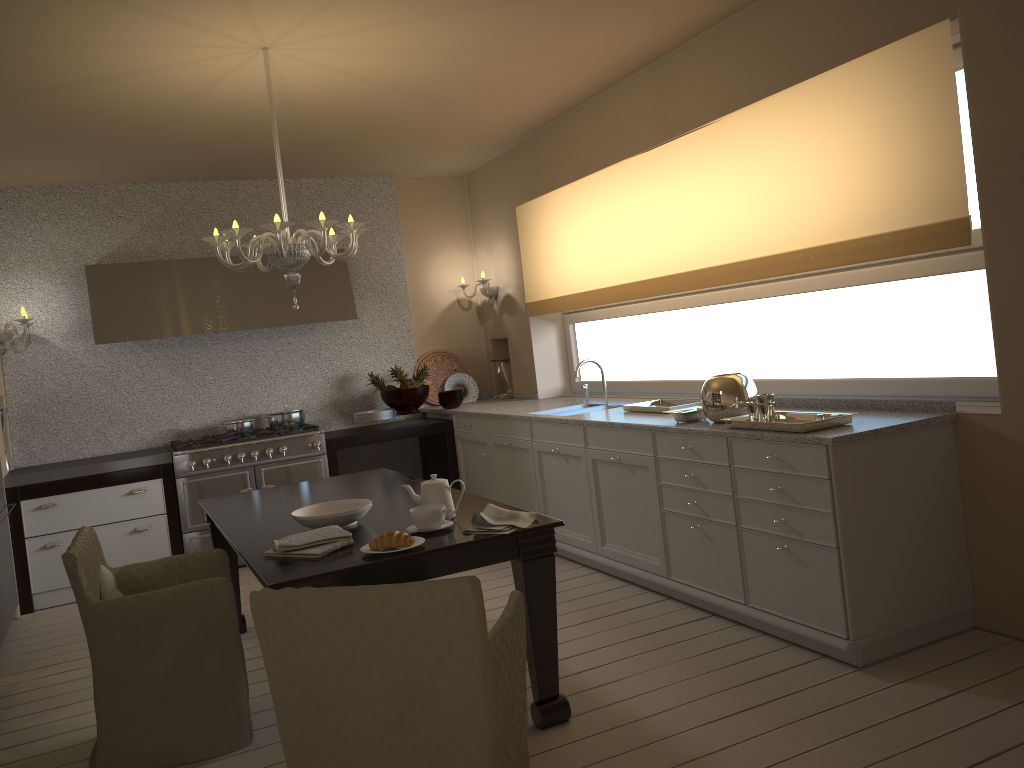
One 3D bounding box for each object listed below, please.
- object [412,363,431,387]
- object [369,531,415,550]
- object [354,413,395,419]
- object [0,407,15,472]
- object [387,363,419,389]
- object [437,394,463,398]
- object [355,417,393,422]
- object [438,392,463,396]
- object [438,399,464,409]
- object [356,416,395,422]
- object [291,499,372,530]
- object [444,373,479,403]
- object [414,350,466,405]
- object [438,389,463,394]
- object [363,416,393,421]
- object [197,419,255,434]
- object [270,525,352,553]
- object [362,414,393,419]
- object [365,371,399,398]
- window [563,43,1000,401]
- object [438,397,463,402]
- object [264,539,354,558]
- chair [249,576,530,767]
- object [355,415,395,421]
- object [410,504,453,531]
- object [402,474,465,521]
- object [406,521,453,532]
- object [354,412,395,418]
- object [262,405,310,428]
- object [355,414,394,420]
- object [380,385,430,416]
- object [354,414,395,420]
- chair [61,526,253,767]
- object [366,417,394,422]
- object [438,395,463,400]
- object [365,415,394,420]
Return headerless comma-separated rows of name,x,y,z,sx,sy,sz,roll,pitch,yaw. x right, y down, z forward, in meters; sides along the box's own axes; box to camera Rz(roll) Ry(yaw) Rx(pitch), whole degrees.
object,-0.694,0.000,6.452,0.276,0.284,0.138,-8,2,-40
object,-0.360,0.467,2.655,0.138,0.051,0.062,-7,2,-6
object,-0.946,0.223,6.105,0.279,0.011,0.278,-9,4,-37
object,-3.133,0.343,5.380,0.155,0.394,0.155,-7,1,-36
object,-0.775,-0.016,6.309,0.161,0.278,0.269,-8,2,-43
object,-0.439,0.107,6.327,0.180,0.066,0.180,-8,3,-32
object,-0.942,0.245,6.105,0.279,0.011,0.278,-9,4,-37
object,-0.438,0.095,6.328,0.180,0.064,0.180,-7,3,-17
object,-0.432,0.148,6.329,0.180,0.063,0.181,-4,4,43
object,-0.943,0.242,6.106,0.279,0.011,0.278,-9,4,-37
object,-0.636,0.471,3.151,0.282,0.066,0.281,-8,3,-30
object,-0.389,0.049,6.822,0.283,0.272,0.093,-7,1,-23
object,-0.551,-0.052,6.832,0.431,0.430,0.064,-8,1,-25
object,-0.437,0.080,6.329,0.180,0.065,0.180,-7,3,-17
object,-0.943,0.240,6.106,0.279,0.011,0.278,-9,4,-37
object,-1.912,0.289,5.990,0.370,0.090,0.198,-6,3,17
object,-0.642,0.500,2.825,0.233,0.051,0.164,-8,3,-25
object,-0.944,0.225,6.105,0.279,0.011,0.278,-9,4,-37
object,-0.924,0.031,6.369,0.278,0.284,0.138,-6,1,21
window,1.112,-0.606,4.759,0.047,1.352,3.564,-7,3,-24
object,-0.433,0.136,6.328,0.180,0.063,0.181,-4,4,43
object,-0.638,0.516,2.789,0.231,0.026,0.165,-5,3,30
chair,-0.245,0.813,2.184,0.563,0.801,0.562,-6,2,12
object,-0.943,0.237,6.105,0.279,0.011,0.278,-9,4,-37
object,-0.268,0.438,2.890,0.125,0.069,0.116,-8,3,-31
object,-0.267,0.389,3.050,0.198,0.156,0.118,-7,2,-18
object,-0.268,0.469,2.888,0.153,0.012,0.154,-5,3,26
object,-0.946,0.217,6.106,0.279,0.011,0.278,-9,4,-37
object,-1.554,0.214,6.102,0.265,0.145,0.266,-6,3,23
object,-0.944,0.229,6.105,0.279,0.011,0.278,-9,4,-37
object,-0.757,0.121,6.351,0.352,0.188,0.350,-9,3,-41
object,-0.944,0.231,6.105,0.279,0.011,0.278,-9,4,-37
chair,-1.187,0.878,3.048,0.562,0.801,0.563,-7,2,-18
object,-0.942,0.248,6.106,0.279,0.011,0.278,-9,4,-37
object,-0.435,0.122,6.328,0.180,0.063,0.181,-4,4,43
object,-0.943,0.234,6.105,0.279,0.011,0.278,-9,4,-37
